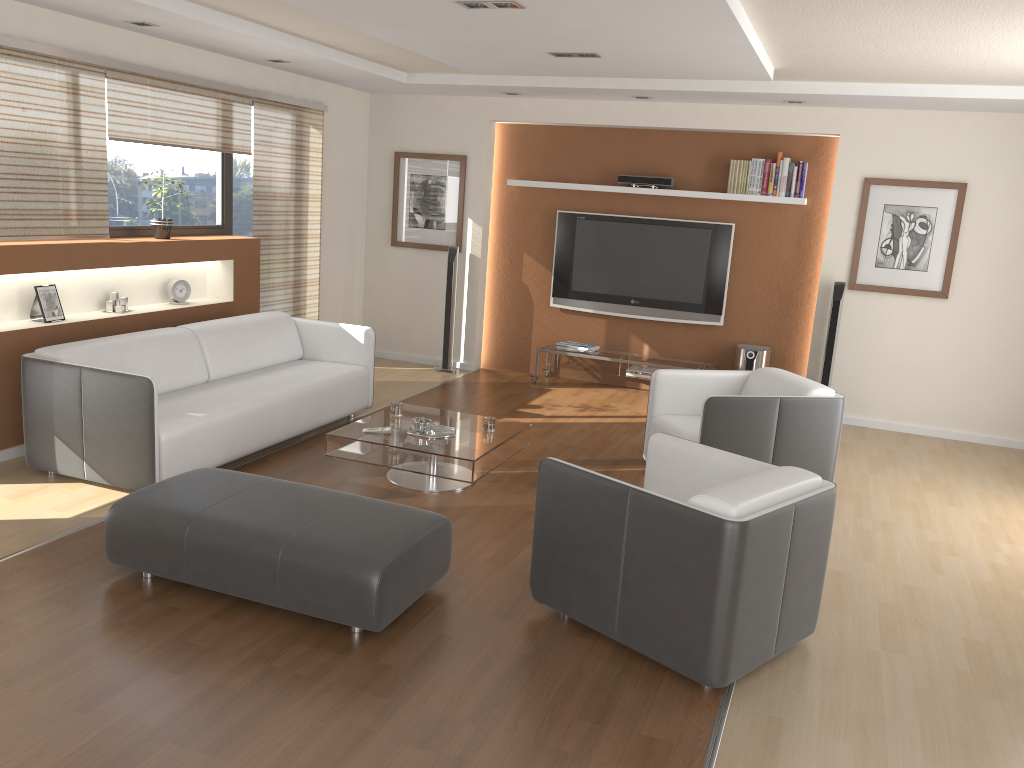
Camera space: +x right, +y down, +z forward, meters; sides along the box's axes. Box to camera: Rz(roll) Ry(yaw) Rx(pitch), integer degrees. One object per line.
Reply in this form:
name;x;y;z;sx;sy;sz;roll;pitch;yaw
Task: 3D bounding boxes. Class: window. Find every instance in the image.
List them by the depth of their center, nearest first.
window;-2.776;-1.479;5.628;0.010;0.986;2.817;8;13;19
window;-2.128;-1.249;7.540;0.010;2.162;0.889;8;13;19

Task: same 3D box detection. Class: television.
television;1.139;-1.043;7.958;1.594;0.900;0.097;8;13;19

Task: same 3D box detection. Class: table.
table;-0.467;0.406;5.219;0.900;0.300;0.900;8;13;19

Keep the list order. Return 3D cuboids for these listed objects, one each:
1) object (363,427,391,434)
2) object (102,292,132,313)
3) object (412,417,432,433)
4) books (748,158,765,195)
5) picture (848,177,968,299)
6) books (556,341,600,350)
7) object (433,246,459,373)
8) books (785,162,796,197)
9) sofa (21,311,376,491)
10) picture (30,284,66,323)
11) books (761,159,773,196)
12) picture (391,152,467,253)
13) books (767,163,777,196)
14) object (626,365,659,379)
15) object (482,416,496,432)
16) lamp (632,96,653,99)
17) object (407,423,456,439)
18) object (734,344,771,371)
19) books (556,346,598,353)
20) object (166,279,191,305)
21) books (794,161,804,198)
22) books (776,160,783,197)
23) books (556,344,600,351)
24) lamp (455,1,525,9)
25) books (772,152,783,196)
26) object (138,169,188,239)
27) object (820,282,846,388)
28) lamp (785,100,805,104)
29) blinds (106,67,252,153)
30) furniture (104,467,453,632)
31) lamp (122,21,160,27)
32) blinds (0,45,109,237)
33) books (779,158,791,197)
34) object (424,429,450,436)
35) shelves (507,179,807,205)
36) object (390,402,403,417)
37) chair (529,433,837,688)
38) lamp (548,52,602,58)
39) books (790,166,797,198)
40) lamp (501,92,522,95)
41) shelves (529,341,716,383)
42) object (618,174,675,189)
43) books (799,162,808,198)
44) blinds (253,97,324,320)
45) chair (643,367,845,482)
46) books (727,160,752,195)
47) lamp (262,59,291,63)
object;-0.764;0.261;5.016;0.158;0.029;0.064;4;12;1
object;-2.615;-0.546;5.872;0.141;0.131;0.141;4;12;-2
object;-0.520;0.233;5.097;0.118;0.079;0.117;10;13;26
books;2.055;-1.732;7.433;0.104;0.295;0.146;8;13;19
picture;3.090;-1.145;6.954;0.734;0.884;0.025;8;13;19
books;0.600;-0.356;8.073;0.326;0.017;0.228;11;14;31
object;-0.573;-0.697;8.283;0.228;1.165;0.215;7;12;15
books;2.306;-1.687;7.348;0.041;0.278;0.157;8;13;19
sofa;-1.824;-0.003;5.612;0.919;0.661;2.238;8;13;19
picture;-2.792;-0.486;5.326;0.133;0.216;0.159;7;12;14
books;2.129;-1.719;7.403;0.053;0.293;0.169;8;13;19
picture;-0.790;-1.712;8.339;0.734;0.884;0.025;8;13;19
books;2.168;-1.698;7.382;0.041;0.266;0.186;8;13;19
object;1.254;-0.094;7.854;0.435;0.052;0.274;8;13;19
object;-0.135;0.236;5.221;0.079;0.077;0.079;6;12;8
lamp;1.061;-2.366;7.193;0.146;0.087;0.146;8;13;19
object;-0.460;0.271;5.107;0.315;0.011;0.273;10;13;26
object;2.043;-0.055;7.635;0.286;0.518;0.323;8;13;19
books;0.598;-0.332;8.078;0.326;0.017;0.228;9;13;22
object;-2.405;-0.667;6.403;0.096;0.176;0.160;12;15;34
books;2.368;-1.684;7.317;0.041;0.293;0.169;8;13;19
books;2.228;-1.705;7.369;0.022;0.293;0.167;8;13;19
books;0.599;-0.344;8.075;0.326;0.017;0.228;13;15;36
lamp;-0.096;-1.780;4.063;0.291;0.087;0.146;8;13;19
books;2.207;-1.739;7.369;0.028;0.358;0.169;8;13;19
object;-2.376;-1.235;6.102;0.342;0.477;0.268;6;12;9
object;2.567;-0.239;7.163;0.228;1.165;0.215;10;13;24
lamp;2.175;-2.203;6.796;0.146;0.087;0.146;8;13;19
blinds;-2.247;-1.866;6.134;0.001;0.441;1.432;8;13;19
furniture;-0.964;0.637;3.727;1.291;0.301;0.685;8;13;19
lamp;-2.206;-2.185;5.274;0.146;0.087;0.146;8;13;19
blinds;-2.778;-1.325;4.869;0.001;1.044;1.432;8;13;19
books;2.261;-1.709;7.349;0.050;0.313;0.179;8;13;19
object;-0.423;0.272;5.048;0.147;0.035;0.051;-3;14;-28
shelves;1.209;-1.684;7.760;2.612;0.050;0.200;8;13;19
object;-0.705;0.155;5.417;0.079;0.077;0.079;6;12;8
chair;0.676;0.613;3.539;0.767;0.661;0.919;-8;17;-44
lamp;0.381;-2.011;5.305;0.291;0.087;0.146;8;13;19
books;2.335;-1.667;7.334;0.028;0.248;0.169;8;13;19
lamp;0.002;-2.520;7.571;0.146;0.087;0.146;8;13;19
shelves;0.981;-0.102;7.985;1.617;0.340;0.444;8;13;19
object;1.172;-1.766;7.754;0.470;0.109;0.182;8;13;19
books;2.401;-1.676;7.306;0.029;0.286;0.169;8;13;19
blinds;-1.873;-1.218;7.447;0.001;2.200;0.980;8;13;19
chair;1.389;0.290;5.396;0.919;0.706;0.767;1;12;-15
books;1.926;-1.740;7.478;0.167;0.275;0.195;8;13;19
lamp;-1.729;-2.417;6.515;0.146;0.087;0.146;8;13;19
